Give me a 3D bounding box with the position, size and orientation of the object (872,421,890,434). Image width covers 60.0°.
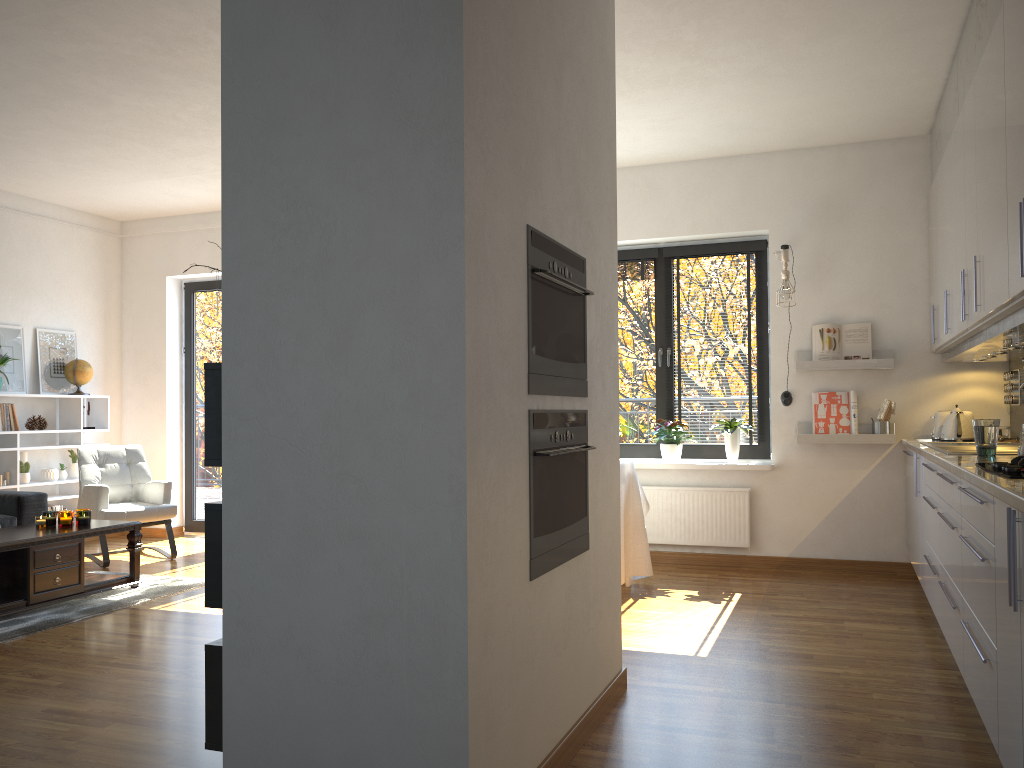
[{"bbox_3d":[2.344,0.299,5.628,0.103,0.124,0.103,-1,-2,18],"label":"object"}]

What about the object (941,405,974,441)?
[{"bbox_3d":[2.624,0.240,5.243,0.204,0.236,0.178,0,-2,-33],"label":"object"}]

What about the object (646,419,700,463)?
[{"bbox_3d":[1.102,0.395,6.152,0.380,0.308,0.371,0,-2,-5],"label":"object"}]

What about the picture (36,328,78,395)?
[{"bbox_3d":[-3.693,-0.172,7.215,0.059,0.532,0.390,-1,-1,20],"label":"picture"}]

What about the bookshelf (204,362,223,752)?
[{"bbox_3d":[-0.556,0.554,3.037,0.237,1.200,1.190,-1,-2,20],"label":"bookshelf"}]

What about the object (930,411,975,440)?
[{"bbox_3d":[2.703,0.260,5.432,0.253,0.192,0.175,-1,-2,20],"label":"object"}]

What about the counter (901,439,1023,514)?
[{"bbox_3d":[2.034,0.381,3.559,0.622,0.192,4.251,-1,-2,20],"label":"counter"}]

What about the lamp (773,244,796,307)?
[{"bbox_3d":[1.784,-0.691,5.786,0.131,0.395,0.312,-1,-2,25],"label":"lamp"}]

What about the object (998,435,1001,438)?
[{"bbox_3d":[2.713,0.291,4.961,0.043,0.050,0.044,0,-2,-27],"label":"object"}]

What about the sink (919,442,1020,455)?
[{"bbox_3d":[2.264,0.385,4.234,0.475,0.168,1.422,-1,-2,20],"label":"sink"}]

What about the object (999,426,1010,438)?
[{"bbox_3d":[2.788,0.279,5.034,0.071,0.076,0.071,-1,-2,20],"label":"object"}]

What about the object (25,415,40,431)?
[{"bbox_3d":[-3.708,0.299,6.852,0.102,0.127,0.095,0,-2,-24],"label":"object"}]

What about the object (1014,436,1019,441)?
[{"bbox_3d":[2.785,0.300,4.897,0.021,0.026,0.173,-1,-2,30],"label":"object"}]

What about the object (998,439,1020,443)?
[{"bbox_3d":[2.743,0.322,5.003,0.213,0.012,0.335,-1,-2,22],"label":"object"}]

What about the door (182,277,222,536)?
[{"bbox_3d":[-2.477,0.191,7.733,0.976,2.274,0.119,-1,-1,20],"label":"door"}]

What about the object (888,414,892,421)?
[{"bbox_3d":[2.382,0.253,5.637,0.098,0.193,0.008,-2,-2,43],"label":"object"}]

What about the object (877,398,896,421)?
[{"bbox_3d":[2.357,0.224,5.591,0.119,0.267,0.060,-1,-1,12],"label":"object"}]

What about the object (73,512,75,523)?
[{"bbox_3d":[-2.634,0.797,5.275,0.060,0.061,0.060,-1,-2,25],"label":"object"}]

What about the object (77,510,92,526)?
[{"bbox_3d":[-2.500,0.782,5.183,0.079,0.081,0.079,-1,-2,15],"label":"object"}]

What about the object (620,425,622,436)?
[{"bbox_3d":[0.659,0.367,6.347,0.333,0.384,0.299,-2,-2,36],"label":"object"}]

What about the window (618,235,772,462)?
[{"bbox_3d":[1.083,-0.229,6.411,1.561,1.587,0.119,-1,-1,20],"label":"window"}]

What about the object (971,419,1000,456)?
[{"bbox_3d":[1.897,0.214,3.548,0.102,0.146,0.102,-1,-1,20],"label":"object"}]

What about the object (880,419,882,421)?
[{"bbox_3d":[2.329,0.270,5.639,0.067,0.165,0.007,-2,-2,43],"label":"object"}]

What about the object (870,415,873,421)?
[{"bbox_3d":[2.318,0.274,5.648,0.089,0.159,0.007,0,-1,-19],"label":"object"}]

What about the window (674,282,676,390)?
[{"bbox_3d":[3.563,2.328,17.997,21.832,18.365,12.975,1,-2,-40],"label":"window"}]

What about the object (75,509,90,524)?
[{"bbox_3d":[-2.555,0.786,5.272,0.079,0.081,0.079,-1,-2,15],"label":"object"}]

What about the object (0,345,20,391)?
[{"bbox_3d":[-3.830,-0.113,6.540,0.387,0.372,0.424,-1,-2,7],"label":"object"}]

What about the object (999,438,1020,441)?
[{"bbox_3d":[2.768,0.304,4.913,0.249,0.017,0.024,1,-2,-35],"label":"object"}]

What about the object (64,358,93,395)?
[{"bbox_3d":[-3.552,-0.057,7.270,0.216,0.305,0.217,-2,-2,37],"label":"object"}]

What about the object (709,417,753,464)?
[{"bbox_3d":[1.494,0.385,6.063,0.292,0.315,0.354,-1,-2,12],"label":"object"}]

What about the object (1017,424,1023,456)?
[{"bbox_3d":[1.896,0.208,3.255,0.069,0.135,0.069,0,-1,-5],"label":"object"}]

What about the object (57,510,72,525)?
[{"bbox_3d":[-2.624,0.784,5.201,0.079,0.081,0.079,-1,-2,15],"label":"object"}]

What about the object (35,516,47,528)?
[{"bbox_3d":[-2.706,0.791,5.094,0.060,0.061,0.060,-1,-2,25],"label":"object"}]

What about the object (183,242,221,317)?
[{"bbox_3d":[-0.789,-0.316,2.688,0.426,0.521,0.298,-1,-1,17],"label":"object"}]

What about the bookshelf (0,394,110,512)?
[{"bbox_3d":[-3.678,0.684,6.894,0.237,1.200,1.190,-1,-2,20],"label":"bookshelf"}]

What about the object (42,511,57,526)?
[{"bbox_3d":[-2.696,0.784,5.170,0.079,0.081,0.079,-1,-2,15],"label":"object"}]

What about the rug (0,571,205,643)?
[{"bbox_3d":[-2.647,1.227,4.963,1.052,0.034,1.814,-1,-2,20],"label":"rug"}]

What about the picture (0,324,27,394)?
[{"bbox_3d":[-3.871,-0.187,6.738,0.059,0.532,0.390,-1,-1,20],"label":"picture"}]

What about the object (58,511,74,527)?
[{"bbox_3d":[-2.578,0.781,5.125,0.079,0.081,0.079,-1,-2,15],"label":"object"}]

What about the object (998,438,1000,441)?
[{"bbox_3d":[2.764,0.307,4.938,0.249,0.015,0.024,0,-2,-25],"label":"object"}]
